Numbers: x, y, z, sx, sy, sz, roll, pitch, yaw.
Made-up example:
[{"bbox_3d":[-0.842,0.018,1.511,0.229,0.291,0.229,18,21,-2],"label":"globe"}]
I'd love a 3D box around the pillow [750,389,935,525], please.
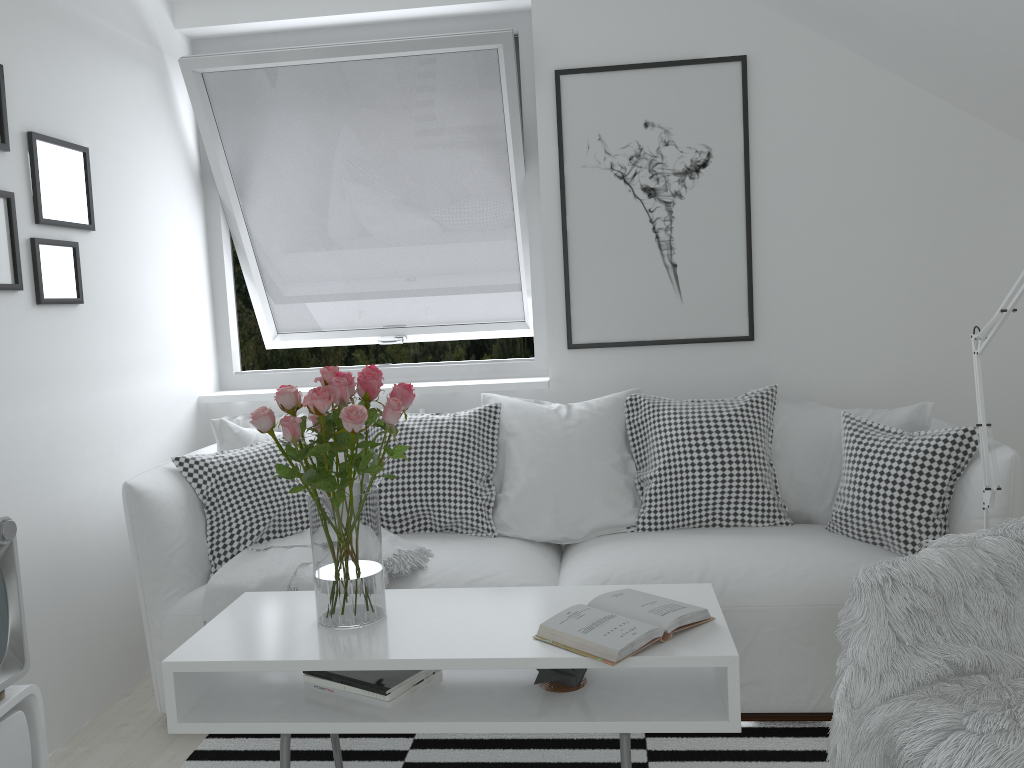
[{"bbox_3d":[1.096,0.268,3.001,0.623,0.498,0.333,1,7,39],"label":"pillow"}]

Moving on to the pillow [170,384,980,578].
[{"bbox_3d":[0.151,0.309,2.972,2.488,0.513,0.676,-2,5,8],"label":"pillow"}]

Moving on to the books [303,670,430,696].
[{"bbox_3d":[-0.321,0.656,2.069,0.257,0.012,0.207,1,6,34],"label":"books"}]

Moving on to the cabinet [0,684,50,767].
[{"bbox_3d":[-1.194,0.907,1.732,0.350,0.477,0.467,-3,5,0],"label":"cabinet"}]

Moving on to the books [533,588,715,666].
[{"bbox_3d":[0.247,0.515,1.938,0.342,0.040,0.231,-8,7,-42],"label":"books"}]

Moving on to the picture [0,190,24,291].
[{"bbox_3d":[-1.410,-0.390,2.393,0.018,0.274,0.225,-2,5,6],"label":"picture"}]

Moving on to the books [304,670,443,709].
[{"bbox_3d":[-0.323,0.684,2.064,0.259,0.014,0.191,0,6,33],"label":"books"}]

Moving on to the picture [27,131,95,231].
[{"bbox_3d":[-1.384,-0.616,2.735,0.019,0.266,0.290,-2,5,6],"label":"picture"}]

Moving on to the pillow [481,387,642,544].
[{"bbox_3d":[0.171,0.293,3.110,0.599,0.505,0.391,-2,5,6],"label":"pillow"}]

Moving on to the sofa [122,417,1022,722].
[{"bbox_3d":[0.161,0.574,2.958,2.647,0.768,0.917,-2,5,6],"label":"sofa"}]

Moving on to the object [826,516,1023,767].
[{"bbox_3d":[1.091,0.462,1.575,0.954,0.789,0.784,-4,6,-13],"label":"object"}]

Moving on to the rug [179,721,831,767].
[{"bbox_3d":[-0.112,1.133,1.276,1.846,0.004,4.362,-2,5,6],"label":"rug"}]

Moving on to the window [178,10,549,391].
[{"bbox_3d":[-2.790,-0.695,5.890,12.055,8.137,4.514,-2,5,6],"label":"window"}]

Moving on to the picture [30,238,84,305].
[{"bbox_3d":[-1.377,-0.339,2.692,0.017,0.194,0.218,-2,5,6],"label":"picture"}]

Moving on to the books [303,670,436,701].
[{"bbox_3d":[-0.326,0.669,2.066,0.254,0.014,0.191,0,6,31],"label":"books"}]

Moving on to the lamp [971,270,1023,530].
[{"bbox_3d":[1.115,0.312,1.975,0.196,1.373,0.527,-2,5,10],"label":"lamp"}]

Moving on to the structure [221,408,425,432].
[{"bbox_3d":[-0.341,0.418,3.566,1.655,0.660,0.206,-2,5,6],"label":"structure"}]

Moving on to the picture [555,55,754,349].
[{"bbox_3d":[0.549,-0.685,3.413,0.720,1.072,0.015,-2,5,6],"label":"picture"}]

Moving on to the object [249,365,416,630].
[{"bbox_3d":[-0.390,0.257,2.041,0.350,0.599,0.327,0,6,26],"label":"object"}]

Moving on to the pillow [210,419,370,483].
[{"bbox_3d":[-0.768,0.341,3.234,0.617,0.491,0.321,-5,6,-20],"label":"pillow"}]

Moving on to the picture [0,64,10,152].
[{"bbox_3d":[-1.429,-0.755,2.337,0.021,0.236,0.275,-2,5,6],"label":"picture"}]

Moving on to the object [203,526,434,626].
[{"bbox_3d":[-0.544,0.601,2.918,0.670,0.291,0.831,-3,5,5],"label":"object"}]

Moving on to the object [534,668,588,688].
[{"bbox_3d":[0.106,0.630,2.006,0.194,0.088,0.186,-3,5,-5],"label":"object"}]

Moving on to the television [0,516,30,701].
[{"bbox_3d":[-1.180,0.482,1.693,0.273,0.374,0.414,-2,5,6],"label":"television"}]
